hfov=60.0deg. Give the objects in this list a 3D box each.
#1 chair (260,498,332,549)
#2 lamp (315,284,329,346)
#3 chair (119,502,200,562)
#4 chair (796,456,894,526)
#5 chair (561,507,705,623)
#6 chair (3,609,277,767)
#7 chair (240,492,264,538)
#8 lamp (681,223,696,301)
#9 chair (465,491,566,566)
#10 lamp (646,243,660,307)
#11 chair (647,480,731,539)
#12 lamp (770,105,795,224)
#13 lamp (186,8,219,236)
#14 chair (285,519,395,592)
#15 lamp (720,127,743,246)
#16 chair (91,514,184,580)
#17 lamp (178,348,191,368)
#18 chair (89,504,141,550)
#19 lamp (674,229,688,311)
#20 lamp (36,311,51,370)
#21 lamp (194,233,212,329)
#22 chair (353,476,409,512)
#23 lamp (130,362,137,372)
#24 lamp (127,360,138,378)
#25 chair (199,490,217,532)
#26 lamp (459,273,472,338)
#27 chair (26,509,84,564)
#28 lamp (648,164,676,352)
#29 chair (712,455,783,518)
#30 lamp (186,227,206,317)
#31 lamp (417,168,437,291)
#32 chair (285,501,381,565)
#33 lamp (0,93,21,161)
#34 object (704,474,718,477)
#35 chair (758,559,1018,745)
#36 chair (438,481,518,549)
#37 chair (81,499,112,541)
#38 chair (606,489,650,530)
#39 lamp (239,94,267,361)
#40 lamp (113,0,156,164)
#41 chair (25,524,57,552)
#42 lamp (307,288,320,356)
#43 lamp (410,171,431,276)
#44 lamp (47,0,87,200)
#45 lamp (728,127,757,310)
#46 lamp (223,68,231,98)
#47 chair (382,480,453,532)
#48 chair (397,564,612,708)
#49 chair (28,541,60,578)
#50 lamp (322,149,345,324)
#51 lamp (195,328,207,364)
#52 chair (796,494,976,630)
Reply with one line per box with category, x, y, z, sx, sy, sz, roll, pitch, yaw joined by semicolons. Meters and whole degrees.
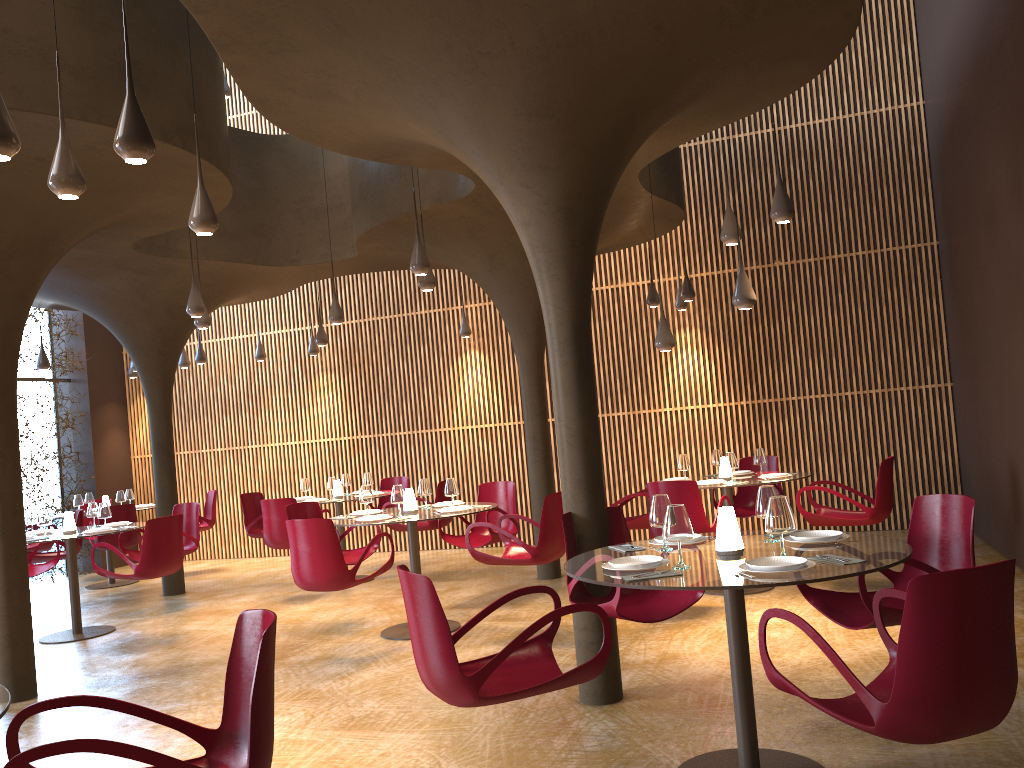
chair;-2.644;1.666;10.747;0.625;0.635;0.873;-5;-2;13
lamp;-3.112;-3.695;13.346;0.196;6.273;0.196;-6;-2;33
chair;-4.204;1.803;10.761;0.625;0.635;0.872;-6;-3;28
chair;3.235;1.042;8.530;0.873;0.635;0.625;-6;-2;29
chair;0.698;1.115;5.523;0.624;0.635;0.874;-4;-2;-25
chair;-1.206;1.153;2.953;0.872;0.635;0.626;-4;-2;-27
chair;-3.277;1.792;12.167;0.873;0.635;0.625;-6;-2;23
lamp;2.064;-4.224;11.802;0.196;6.273;0.196;-6;-2;33
chair;0.107;1.283;7.869;0.873;0.635;0.625;-6;-2;28
lamp;1.658;-4.173;12.124;0.196;6.273;0.196;-6;-2;33
chair;1.602;1.165;8.125;0.625;0.635;0.872;-6;-3;29
lamp;1.934;-4.438;7.282;0.195;6.273;0.196;-4;-1;-27
lamp;-2.334;-4.128;6.014;0.195;6.273;0.196;-4;-2;-37
chair;-1.477;1.401;7.459;0.625;0.635;0.872;-6;-2;23
lamp;1.708;-4.380;8.049;0.195;6.273;0.196;-4;-1;-27
chair;-3.789;1.686;9.126;0.873;0.635;0.625;-6;-2;28
lamp;-5.736;-3.390;14.868;0.196;6.273;0.196;-5;-1;3
chair;-5.578;2.008;12.471;0.624;0.635;0.874;-4;-3;-32
lamp;2.171;-4.183;12.822;0.196;6.273;0.195;-6;-2;43
lamp;-7.270;-3.333;13.317;0.196;6.273;0.195;-6;-2;43
lamp;-3.885;-3.772;10.444;0.195;6.273;0.196;-4;-2;-37
chair;-1.847;1.707;12.963;0.625;0.635;0.873;-6;-2;18
lamp;-6.467;-3.334;14.719;0.196;6.273;0.195;-6;-2;43
lamp;-6.998;-3.233;15.816;0.196;6.273;0.195;-6;-2;43
chair;-5.122;2.049;14.097;0.872;0.635;0.626;-4;-3;-32
lamp;-0.993;-3.852;13.912;0.196;6.273;0.196;-6;-2;33
chair;-6.064;2.008;11.613;0.872;0.635;0.626;-4;-3;-32
lamp;1.188;-3.436;8.497;0.195;6.273;0.196;-4;-1;-27
chair;2.718;1.165;10.085;0.626;0.635;0.872;-6;-3;34
lamp;-3.635;-3.840;9.515;0.195;6.273;0.196;-4;-2;-37
lamp;-1.133;-4.078;9.119;0.195;6.273;0.196;-4;-2;-37
chair;-1.854;1.509;8.968;0.874;0.635;0.624;-7;-3;33
lamp;-2.686;-4.185;4.237;0.196;6.273;0.196;-5;-1;3
object;2.237;1.016;9.846;0.126;0.017;0.262;-7;-3;35
chair;1.419;0.940;3.284;0.624;0.635;0.874;-4;-2;-20
chair;-0.309;1.400;9.504;0.625;0.635;0.872;-6;-3;28
chair;-6.726;2.205;14.408;0.624;0.635;0.874;-4;-3;-27
chair;1.211;1.278;9.716;0.873;0.635;0.625;-6;-2;24
lamp;-4.442;-3.507;14.790;0.196;6.273;0.196;-6;-2;33
lamp;-2.130;-4.223;4.449;0.196;6.273;0.196;-5;-1;3
chair;-7.151;2.168;12.910;0.872;0.635;0.626;-3;-3;-37
lamp;-3.537;-3.592;14.676;0.196;6.273;0.195;-6;-2;43
lamp;-1.109;-4.125;8.217;0.195;6.273;0.196;-4;-2;-37
lamp;-2.709;-4.149;4.937;0.196;6.273;0.195;-6;-2;43
lamp;1.651;-3.742;7.385;0.195;6.273;0.196;-4;-1;-27
lamp;-4.570;-5.578;13.843;0.196;2.223;0.196;-5;-1;3
chair;-1.155;1.570;11.426;0.873;0.635;0.625;-6;-2;18
chair;-0.067;1.109;4.073;0.872;0.635;0.626;-4;-2;-20
chair;-5.750;1.912;10.225;0.874;0.635;0.624;-7;-3;33
lamp;-2.439;-3.869;11.042;0.196;6.273;0.196;-6;-2;33
lamp;-5.305;-3.450;14.428;0.196;6.273;0.196;-6;-2;33
chair;2.065;0.959;4.792;0.872;0.635;0.626;-4;-2;-15
